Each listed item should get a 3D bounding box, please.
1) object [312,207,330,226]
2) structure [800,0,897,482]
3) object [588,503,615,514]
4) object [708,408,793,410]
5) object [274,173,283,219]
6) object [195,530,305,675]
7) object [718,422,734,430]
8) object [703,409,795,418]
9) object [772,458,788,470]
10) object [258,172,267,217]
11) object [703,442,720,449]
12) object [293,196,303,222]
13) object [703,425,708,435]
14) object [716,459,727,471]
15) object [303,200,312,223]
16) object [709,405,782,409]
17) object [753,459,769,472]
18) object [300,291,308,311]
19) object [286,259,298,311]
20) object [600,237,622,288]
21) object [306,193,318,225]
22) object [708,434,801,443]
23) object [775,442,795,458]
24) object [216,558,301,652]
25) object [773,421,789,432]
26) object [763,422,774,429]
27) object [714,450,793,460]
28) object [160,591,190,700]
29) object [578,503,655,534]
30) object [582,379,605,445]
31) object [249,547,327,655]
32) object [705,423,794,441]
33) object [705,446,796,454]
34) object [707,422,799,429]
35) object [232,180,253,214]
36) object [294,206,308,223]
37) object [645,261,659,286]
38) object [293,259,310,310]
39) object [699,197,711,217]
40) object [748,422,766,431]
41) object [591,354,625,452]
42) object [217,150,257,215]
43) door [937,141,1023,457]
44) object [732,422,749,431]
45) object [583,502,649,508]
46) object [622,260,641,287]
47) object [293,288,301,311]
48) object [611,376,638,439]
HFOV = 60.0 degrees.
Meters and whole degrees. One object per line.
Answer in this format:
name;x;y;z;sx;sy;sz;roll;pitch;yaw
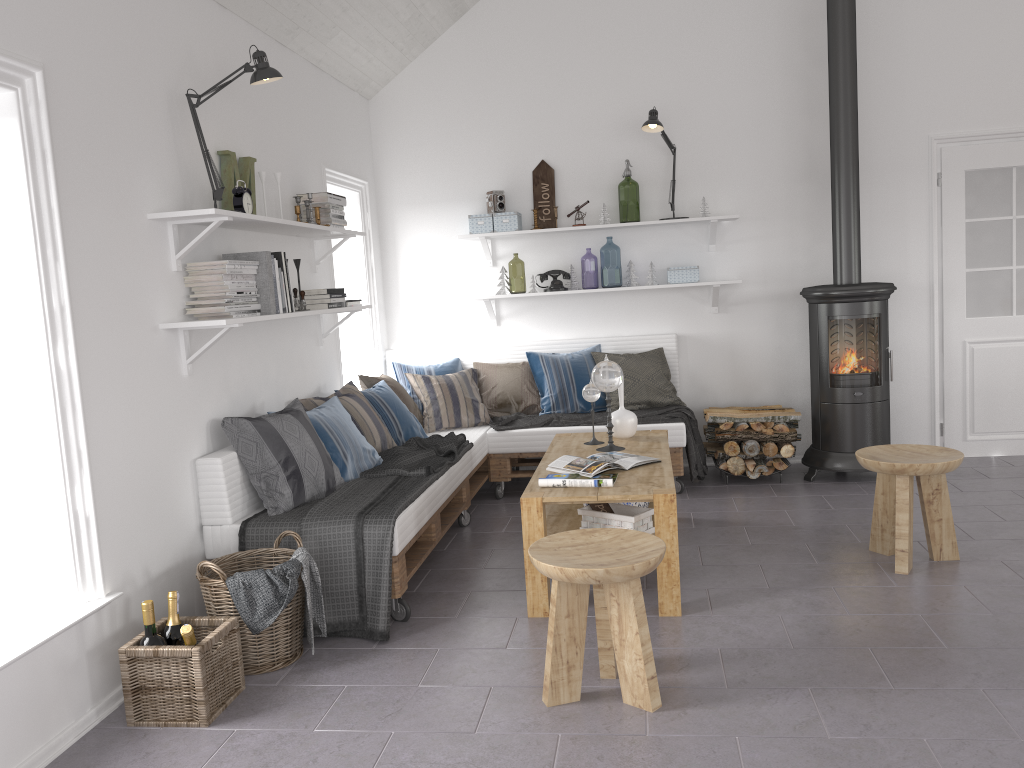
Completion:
object;-0.977;-0.838;4.460;0.124;0.100;0.124;0;7;31
structure;1.953;-1.859;5.321;0.643;4.887;0.626;-5;7;-15
object;0.388;0.542;3.713;0.090;0.139;0.182;-7;7;-26
object;1.519;0.182;5.687;0.541;0.070;0.101;-3;6;10
object;-1.120;-0.888;4.284;0.084;0.256;0.084;-6;7;-23
object;-0.941;0.802;3.260;0.393;0.432;0.393;-4;6;-4
object;1.359;0.238;5.650;0.098;0.061;0.467;-3;6;10
object;1.495;0.191;5.585;0.562;0.074;0.095;-3;6;9
object;1.673;0.476;5.637;0.096;0.060;0.467;-3;6;9
object;-1.177;-0.877;4.219;0.084;0.256;0.084;-6;7;-23
object;1.543;0.409;5.822;0.569;0.078;0.115;-3;6;9
object;-1.040;-0.846;4.329;0.055;0.153;0.055;-5;7;-14
object;1.512;0.299;5.717;0.539;0.070;0.101;-3;6;10
object;1.342;0.477;5.740;0.052;0.056;0.561;-3;6;9
object;-1.042;-0.868;4.530;0.055;0.153;0.055;-6;7;-24
object;1.523;0.173;5.771;0.467;0.063;0.095;-3;6;9
object;1.555;0.474;5.656;0.097;0.056;0.562;-3;6;8
object;-1.010;-0.401;4.289;0.032;0.102;0.058;-3;6;4
object;-1.105;-0.481;4.346;0.085;0.259;0.085;-6;7;-23
object;0.652;-0.803;5.854;0.137;0.335;0.137;-4;6;-2
object;-0.987;-0.856;4.360;0.066;0.160;0.066;-4;6;-5
object;1.516;0.336;5.561;0.562;0.063;0.095;-3;6;9
object;1.708;0.358;5.634;0.118;0.142;0.520;-2;6;12
object;-0.900;0.801;3.201;0.303;0.332;0.367;-8;8;-35
object;1.672;0.227;5.604;0.098;0.088;0.466;-3;6;10
object;1.602;0.230;5.606;0.044;0.034;0.425;-3;6;8
object;1.505;0.441;5.530;0.468;0.069;0.095;-3;6;9
object;-1.137;0.882;2.967;0.094;0.361;0.127;-3;6;8
object;0.432;0.565;3.666;0.281;0.102;0.155;2;8;41
object;0.409;0.140;4.508;0.109;0.329;0.109;-6;7;-23
object;-0.896;0.812;3.261;0.349;0.356;0.290;-3;6;3
object;1.492;0.297;5.589;0.538;0.082;0.099;-3;6;8
object;1.533;0.419;5.716;0.562;0.063;0.095;-3;6;9
object;1.540;0.260;5.689;0.562;0.057;0.097;-3;6;8
object;-1.144;-0.782;3.766;0.050;0.165;0.120;-3;6;9
object;-1.010;-0.798;4.184;0.088;0.085;0.088;0;7;31
object;0.921;-0.733;5.856;0.088;0.161;0.093;-2;7;18
object;-1.063;-0.493;4.435;0.085;0.259;0.085;-6;7;-23
object;1.247;-1.146;5.754;0.073;0.142;0.072;2;8;41
object;1.532;0.231;5.629;0.096;0.068;0.467;-3;6;8
object;0.470;0.088;4.314;0.155;0.468;0.155;-5;6;-13
object;-1.229;-0.874;3.987;0.052;0.311;0.330;-3;6;9
door;3.213;-0.523;5.673;0.902;2.013;0.101;-3;6;9
object;1.443;0.236;5.643;0.098;0.060;0.467;-2;6;12
object;0.466;0.503;3.978;0.302;0.161;0.302;-3;6;5
object;0.794;-0.739;5.906;0.103;0.178;0.097;-7;7;-28
object;-1.054;-0.410;4.326;0.032;0.117;0.058;-1;7;20
object;0.571;0.122;4.609;0.155;0.325;0.155;-6;7;-21
